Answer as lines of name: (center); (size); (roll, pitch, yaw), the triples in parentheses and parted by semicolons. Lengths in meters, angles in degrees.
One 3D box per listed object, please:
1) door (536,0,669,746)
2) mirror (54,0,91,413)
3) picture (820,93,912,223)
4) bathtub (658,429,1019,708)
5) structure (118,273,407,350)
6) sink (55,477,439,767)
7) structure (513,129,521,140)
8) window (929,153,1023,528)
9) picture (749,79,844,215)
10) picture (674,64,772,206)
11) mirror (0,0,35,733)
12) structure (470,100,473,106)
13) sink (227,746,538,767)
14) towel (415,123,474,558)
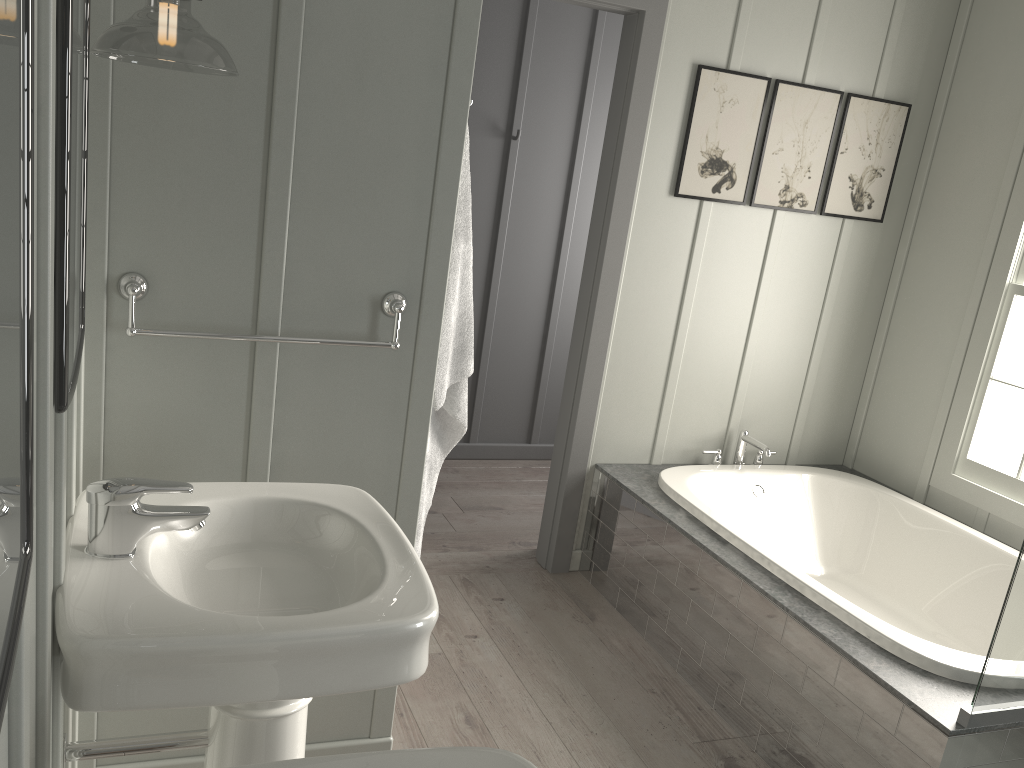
door: (0.817, 0.525, 0.213); (4.163, 2.209, 7.910); (2, 15, -23)
mirror: (-0.576, -0.420, 1.168); (0.015, 0.890, 0.431); (2, 16, -24)
picture: (1.392, -0.882, 3.478); (0.306, 0.464, 0.012); (3, 16, -21)
bathtub: (1.205, 0.625, 3.001); (1.025, 0.493, 1.587); (2, 15, -23)
structure: (-0.507, -0.147, 1.854); (0.589, 0.123, 0.055); (2, 16, -21)
sink: (-0.489, 0.640, 1.551); (0.554, 1.020, 0.579); (2, 16, -22)
structure: (0.010, -1.227, 4.355); (0.019, 0.052, 0.138); (2, 15, -23)
window: (2.001, -0.217, 2.825); (0.081, 1.591, 1.072); (2, 16, -23)
picture: (1.083, -0.893, 3.362); (0.306, 0.464, 0.012); (3, 16, -21)
picture: (0.773, -0.905, 3.245); (0.306, 0.464, 0.012); (3, 16, -21)
mirror: (-0.262, -0.198, 0.432); (0.015, 0.890, 0.431); (2, 16, -24)
structure: (-0.130, -0.651, 2.050); (0.078, 0.057, 0.057); (2, 15, -22)
sink: (-0.177, 0.861, 0.819); (0.554, 1.020, 0.579); (2, 16, -22)
towel: (-0.165, -0.076, 2.232); (0.158, 1.212, 0.323); (3, 16, -18)
